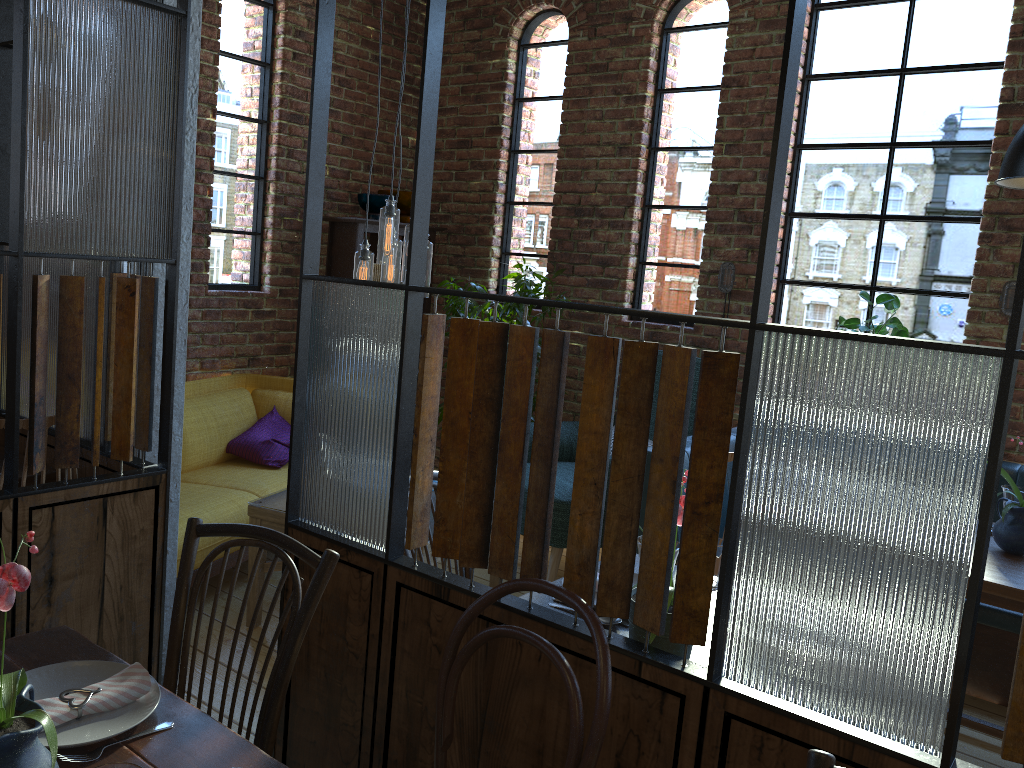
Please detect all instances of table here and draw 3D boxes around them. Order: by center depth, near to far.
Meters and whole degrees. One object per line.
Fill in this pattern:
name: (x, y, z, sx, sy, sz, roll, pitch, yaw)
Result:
table: (-0.693, 0.926, 1.171, 1.080, 0.726, 0.695, 10, 9, 37)
table: (0.373, 0.897, 1.966, 0.786, 0.725, 0.717, 10, 9, 36)
table: (-1.982, 0.602, 2.794, 0.786, 0.725, 0.717, 10, 9, 36)
table: (1.688, 0.898, 2.917, 1.613, 0.659, 0.786, 10, 9, 37)
table: (-0.523, 0.704, 3.659, 0.777, 0.507, 0.905, 8, 8, 21)

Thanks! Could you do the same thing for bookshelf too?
bookshelf: (-0.840, -0.150, 5.401, 0.332, 1.664, 0.780, 10, 9, 36)

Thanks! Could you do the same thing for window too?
window: (0.965, -0.961, 3.699, 8.611, 2.424, 3.414, 5, 8, 5)

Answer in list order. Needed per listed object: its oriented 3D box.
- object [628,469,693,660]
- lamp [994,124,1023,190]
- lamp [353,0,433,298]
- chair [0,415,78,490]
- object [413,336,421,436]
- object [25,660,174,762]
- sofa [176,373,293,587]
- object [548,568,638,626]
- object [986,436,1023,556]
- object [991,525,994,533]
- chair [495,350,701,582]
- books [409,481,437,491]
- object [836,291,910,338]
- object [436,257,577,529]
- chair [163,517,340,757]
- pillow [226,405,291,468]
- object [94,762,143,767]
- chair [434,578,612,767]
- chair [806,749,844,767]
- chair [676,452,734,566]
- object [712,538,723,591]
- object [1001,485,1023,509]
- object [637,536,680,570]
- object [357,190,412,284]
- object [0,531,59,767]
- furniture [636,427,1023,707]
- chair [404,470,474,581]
object: (0.290, 0.349, 1.678, 0.135, 0.425, 0.215, 2, 8, -20)
lamp: (1.854, -1.266, 2.633, 0.506, 1.323, 0.554, 0, 9, -36)
lamp: (-0.469, -1.284, 3.350, 0.484, 2.115, 0.300, 1, 8, -28)
chair: (-1.464, 0.550, 2.474, 0.467, 1.003, 0.517, 8, 8, 23)
object: (-0.458, 0.135, 3.388, 0.271, 0.702, 0.162, 9, 8, 28)
object: (-0.714, 0.499, 1.417, 0.341, 0.051, 0.257, 11, 10, 40)
sofa: (-1.430, 0.448, 4.066, 0.817, 0.761, 1.933, 7, 8, 19)
object: (0.242, 0.482, 2.058, 0.283, 0.051, 0.310, 11, 10, 40)
object: (1.678, 0.347, 2.912, 0.130, 0.430, 0.228, 0, 9, -35)
object: (1.849, 0.525, 3.104, 0.341, 0.051, 0.257, 11, 10, 40)
chair: (0.423, 0.385, 4.320, 0.991, 1.095, 0.842, 1, 8, -29)
books: (-0.391, 0.424, 3.790, 0.262, 0.028, 0.167, 0, 9, -28)
object: (1.646, -0.104, 4.131, 0.370, 0.661, 0.534, 1, 8, -30)
object: (-0.095, 0.046, 4.924, 0.882, 1.525, 0.708, 7, 7, 16)
chair: (-0.633, 0.768, 1.630, 0.419, 0.913, 0.505, 8, 8, 21)
pillow: (-1.450, 0.246, 4.052, 0.415, 0.452, 1.444, 8, 9, 23)
object: (-0.479, 0.531, 1.053, 0.087, 0.119, 0.082, 7, 8, 19)
chair: (-0.147, 0.826, 1.482, 0.525, 0.918, 0.458, 0, 9, -36)
chair: (0.331, 0.945, 0.886, 0.425, 0.913, 0.497, 11, 9, 41)
chair: (0.638, 0.721, 2.400, 0.544, 1.003, 0.444, 6, 7, 9)
object: (0.486, 0.446, 2.191, 0.088, 0.119, 0.081, 8, 8, 26)
object: (1.727, 0.453, 3.034, 0.095, 0.191, 0.102, 2, 8, -24)
object: (0.308, 0.436, 1.912, 0.100, 0.191, 0.096, 6, 7, 12)
object: (-0.806, -0.292, 5.387, 0.341, 1.757, 0.584, 9, 8, 30)
object: (-0.629, 0.360, 1.093, 0.130, 0.430, 0.228, 0, 9, -35)
furniture: (1.857, 0.802, 3.110, 2.736, 0.820, 1.305, 10, 10, 37)
chair: (-0.074, 0.722, 2.269, 0.545, 0.913, 0.388, 9, 8, 31)
